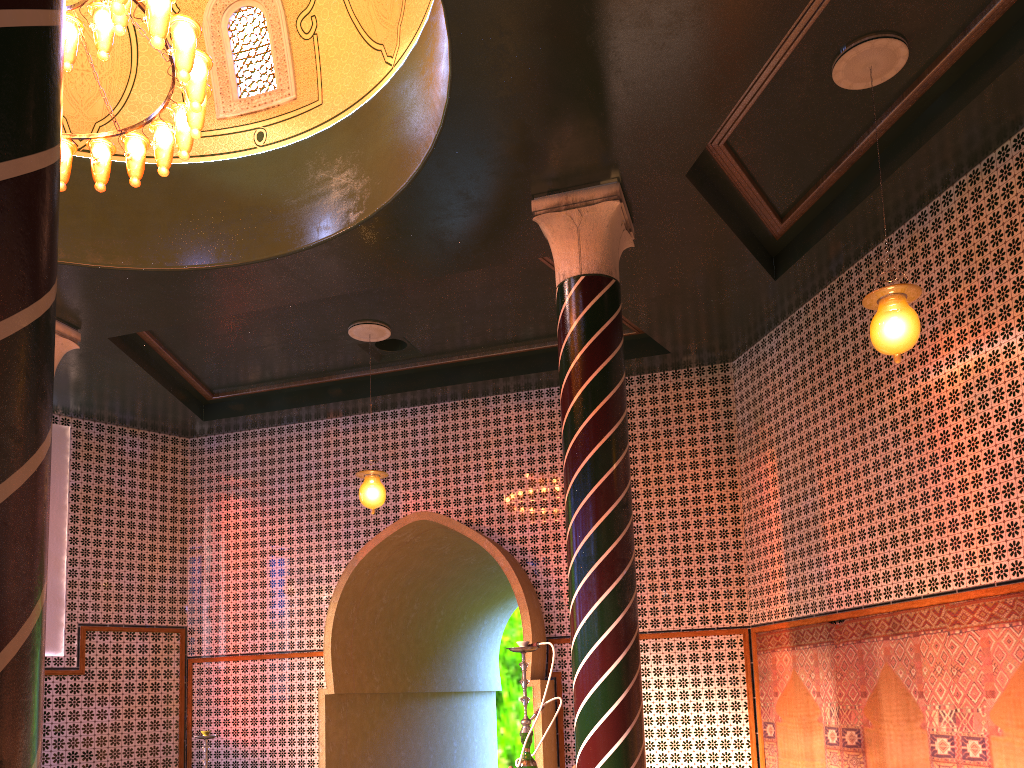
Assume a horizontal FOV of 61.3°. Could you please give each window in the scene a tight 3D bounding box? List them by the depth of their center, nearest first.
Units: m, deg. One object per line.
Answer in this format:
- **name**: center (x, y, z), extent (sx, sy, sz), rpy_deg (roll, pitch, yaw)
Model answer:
- **window**: center (-3.469, -4.212, 5.820), extent (5.582, 1.123, 5.961), rpy_deg (12, -24, -35)

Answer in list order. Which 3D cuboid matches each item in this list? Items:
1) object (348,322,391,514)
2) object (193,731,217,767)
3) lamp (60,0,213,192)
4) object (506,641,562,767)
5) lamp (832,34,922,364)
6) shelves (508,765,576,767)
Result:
- **object**: center (-1.715, 0.449, 10.500), extent (0.520, 2.247, 0.535), rpy_deg (-3, -8, 5)
- **object**: center (-3.950, 4.811, 10.352), extent (0.835, 1.224, 0.366), rpy_deg (0, -9, -12)
- **lamp**: center (-3.340, -4.126, 5.909), extent (2.494, 4.462, 2.545), rpy_deg (-7, -11, 24)
- **object**: center (0.194, 2.856, 7.486), extent (0.467, 1.215, 0.306), rpy_deg (-6, -9, 24)
- **lamp**: center (2.662, -1.261, 6.186), extent (0.520, 2.247, 0.535), rpy_deg (-3, -8, 5)
- **shelves**: center (0.141, 3.869, 7.162), extent (0.751, 1.246, 1.233), rpy_deg (-5, -14, 17)
